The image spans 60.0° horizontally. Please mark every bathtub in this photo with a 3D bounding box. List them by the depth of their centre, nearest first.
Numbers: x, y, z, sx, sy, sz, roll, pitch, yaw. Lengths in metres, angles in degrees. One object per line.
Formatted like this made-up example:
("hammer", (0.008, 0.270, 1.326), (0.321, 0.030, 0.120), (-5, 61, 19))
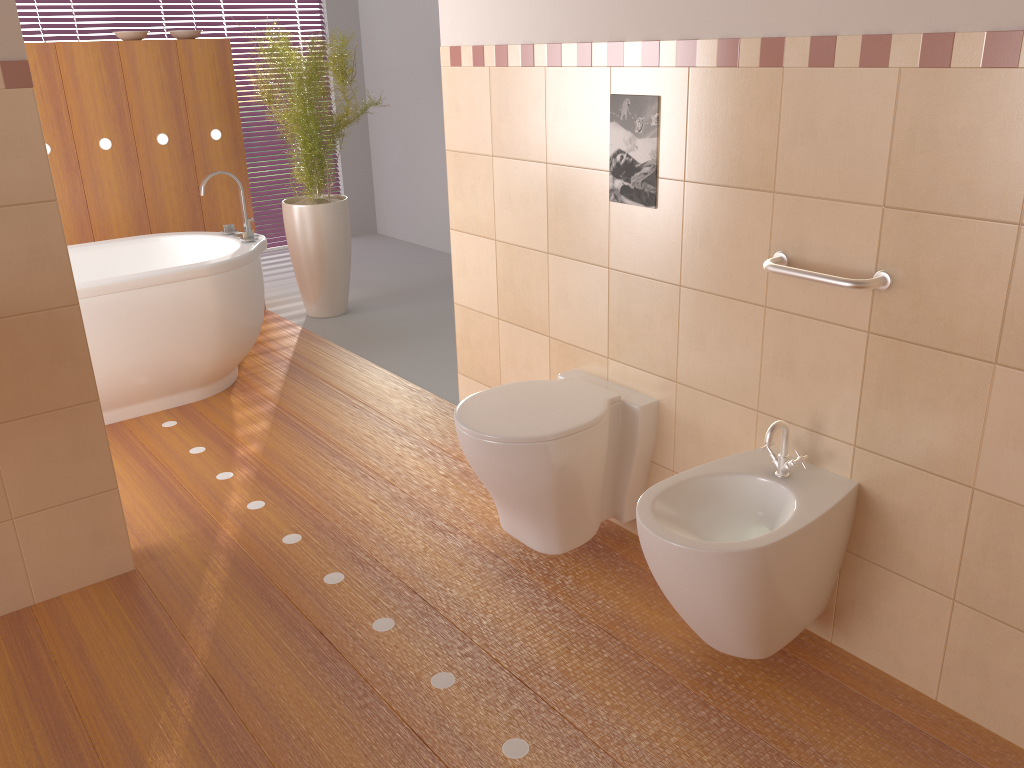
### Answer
("bathtub", (-1.902, -0.342, 3.686), (1.874, 0.900, 0.888), (-17, 26, -34))

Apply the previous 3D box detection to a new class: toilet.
("toilet", (0.098, 0.234, 2.507), (0.534, 0.400, 0.375), (-17, 26, -34))

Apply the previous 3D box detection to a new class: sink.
("sink", (0.507, 0.356, 1.997), (0.515, 0.517, 0.335), (-17, 26, -34))

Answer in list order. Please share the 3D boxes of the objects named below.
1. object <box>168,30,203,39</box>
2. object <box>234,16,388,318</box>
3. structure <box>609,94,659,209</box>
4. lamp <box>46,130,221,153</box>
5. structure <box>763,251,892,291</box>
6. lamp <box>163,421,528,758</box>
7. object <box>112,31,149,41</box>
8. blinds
("object", (-1.693, -1.810, 4.604), (0.173, 0.046, 0.173), (-17, 26, -34))
("object", (-0.971, -1.138, 4.763), (0.683, 1.557, 1.335), (-3, 21, -4))
("structure", (0.314, -0.605, 2.304), (0.005, 0.279, 0.170), (-17, 26, -34))
("lamp", (-2.011, -1.188, 4.388), (1.169, 0.052, 0.001), (-17, 26, -34))
("structure", (0.659, -0.238, 1.908), (0.091, 0.042, 0.295), (-17, 26, -34))
("lamp", (-1.753, 0.919, 1.651), (3.173, 0.001, 2.893), (-17, 26, -34))
("object", (-1.908, -1.744, 4.451), (0.173, 0.046, 0.173), (-17, 26, -34))
("blinds", (-3.214, -1.547, 5.301), (4.712, 2.022, 0.032), (-17, 26, -34))
